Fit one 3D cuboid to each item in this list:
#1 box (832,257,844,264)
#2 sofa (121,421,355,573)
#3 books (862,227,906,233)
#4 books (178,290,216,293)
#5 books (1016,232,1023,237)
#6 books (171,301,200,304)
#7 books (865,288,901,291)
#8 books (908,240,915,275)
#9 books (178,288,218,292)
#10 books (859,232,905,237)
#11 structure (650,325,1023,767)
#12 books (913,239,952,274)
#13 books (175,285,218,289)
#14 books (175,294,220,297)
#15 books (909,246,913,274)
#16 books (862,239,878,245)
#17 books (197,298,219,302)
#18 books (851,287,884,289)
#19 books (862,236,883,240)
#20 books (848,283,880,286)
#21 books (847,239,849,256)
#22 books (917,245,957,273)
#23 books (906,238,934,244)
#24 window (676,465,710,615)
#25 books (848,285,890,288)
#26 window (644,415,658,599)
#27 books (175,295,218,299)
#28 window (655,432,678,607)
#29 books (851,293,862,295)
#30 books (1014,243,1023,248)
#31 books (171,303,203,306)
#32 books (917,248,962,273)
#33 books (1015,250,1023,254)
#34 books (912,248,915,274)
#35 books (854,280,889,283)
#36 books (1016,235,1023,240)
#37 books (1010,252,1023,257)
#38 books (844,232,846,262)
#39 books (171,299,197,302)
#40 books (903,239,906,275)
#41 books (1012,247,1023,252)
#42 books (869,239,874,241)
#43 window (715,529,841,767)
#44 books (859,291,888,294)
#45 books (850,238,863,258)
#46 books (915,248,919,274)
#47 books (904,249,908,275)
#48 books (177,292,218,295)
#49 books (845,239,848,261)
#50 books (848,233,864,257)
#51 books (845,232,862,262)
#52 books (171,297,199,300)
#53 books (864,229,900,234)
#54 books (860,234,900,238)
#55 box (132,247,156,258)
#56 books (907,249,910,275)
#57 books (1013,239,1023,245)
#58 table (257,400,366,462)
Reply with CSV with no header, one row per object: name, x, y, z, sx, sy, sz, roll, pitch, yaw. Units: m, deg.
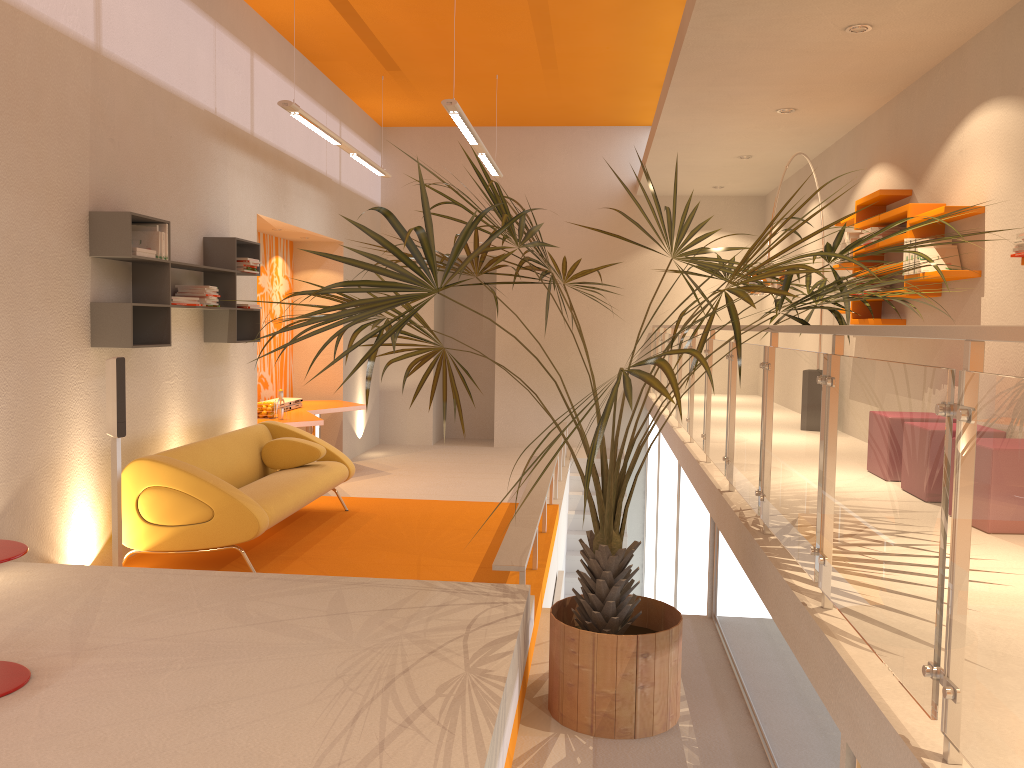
box,2.674,-0.979,6.996,0.232,0.047,0.232,1,4,5
sofa,-1.831,0.724,6.249,0.929,0.706,2.081,1,4,5
books,2.646,-1.095,6.309,0.230,0.017,0.227,1,4,5
books,-2.202,-0.647,6.215,0.190,0.015,0.254,1,4,-4
books,2.389,-0.663,3.897,0.226,0.017,0.230,1,4,5
books,-2.238,-0.539,5.874,0.190,0.011,0.268,3,4,22
books,2.613,-0.664,6.290,0.226,0.017,0.230,1,4,5
books,2.545,-0.776,5.435,0.207,0.210,0.021,1,4,5
books,-2.199,-0.662,6.222,0.190,0.015,0.254,1,4,2
books,2.631,-1.063,6.312,0.227,0.017,0.230,1,4,0
structure,1.405,0.035,6.277,0.195,0.900,11.050,1,4,5
books,2.537,-0.770,5.350,0.207,0.210,0.021,1,4,5
books,-2.212,-0.679,6.224,0.230,0.017,0.226,1,4,-5
books,-2.204,-0.622,6.231,0.210,0.013,0.297,1,4,0
books,2.546,-0.753,5.402,0.230,0.169,0.027,1,4,5
books,2.633,-1.006,6.301,0.210,0.013,0.297,1,4,5
books,-2.201,-0.591,6.227,0.190,0.015,0.254,1,4,2
books,2.629,-0.707,6.593,0.190,0.015,0.254,1,4,7
books,2.618,-1.032,6.306,0.254,0.015,0.190,1,4,1
books,2.647,-0.738,6.584,0.254,0.015,0.190,2,4,12
books,2.691,-1.026,6.796,0.230,0.169,0.027,1,4,5
books,2.549,-0.747,5.319,0.230,0.169,0.023,1,4,5
books,2.565,-0.789,5.507,0.230,0.227,0.017,1,4,5
window,0.265,1.963,3.161,0.481,5.399,8.922,2,4,18
books,2.642,-0.723,6.588,0.230,0.017,0.227,1,4,0
window,1.701,2.278,10.937,0.006,3.760,2.078,1,4,5
books,-2.213,-0.608,6.229,0.230,0.017,0.226,1,4,-5
window,1.490,2.426,8.718,0.006,3.760,2.311,1,4,5
books,2.632,-0.666,6.590,0.210,0.013,0.297,1,4,5
books,2.377,-0.617,3.919,0.190,0.015,0.254,1,4,7
books,-2.237,-0.527,5.879,0.210,0.013,0.297,2,4,20
books,2.544,-0.735,5.277,0.230,0.150,0.091,1,4,5
books,2.381,-0.588,3.918,0.190,0.011,0.268,1,4,7
books,2.552,-0.751,5.374,0.230,0.169,0.027,1,4,5
books,2.642,-0.754,6.571,0.226,0.017,0.230,1,4,5
books,2.395,-0.648,3.910,0.254,0.015,0.190,2,4,12
books,2.379,-0.576,3.915,0.210,0.013,0.297,1,4,5
books,2.691,-1.059,6.863,0.230,0.227,0.017,1,4,5
books,-2.240,-0.552,5.864,0.190,0.015,0.254,2,4,16
books,2.560,-0.790,5.526,0.230,0.227,0.017,1,4,5
books,2.380,-0.602,3.927,0.190,0.015,0.254,1,4,1
books,2.628,-1.018,6.307,0.268,0.011,0.190,1,4,7
window,0.185,0.851,1.850,0.908,1.393,6.719,3,4,25
books,2.619,-0.648,6.303,0.254,0.015,0.190,2,4,12
books,2.688,-1.022,6.742,0.230,0.169,0.023,1,4,5
books,2.537,-0.742,5.336,0.207,0.156,0.009,1,4,5
books,2.554,-0.759,5.487,0.230,0.169,0.027,1,4,5
books,-2.204,-0.634,6.226,0.190,0.011,0.268,1,4,2
books,2.686,-1.028,6.825,0.230,0.169,0.027,1,4,5
books,2.677,-1.045,6.772,0.207,0.210,0.021,1,4,5
books,2.696,-1.058,6.844,0.230,0.227,0.017,1,4,5
books,-2.235,-0.567,5.869,0.190,0.015,0.254,3,4,22
books,2.633,-1.079,6.316,0.190,0.015,0.254,2,4,12
books,2.626,-1.046,6.301,0.254,0.015,0.190,1,4,7
box,-2.311,-0.789,5.341,0.232,0.047,0.232,1,4,5
books,2.560,-0.757,5.459,0.230,0.169,0.027,1,4,5
books,2.390,-0.632,3.913,0.230,0.017,0.227,1,4,0
table,-2.170,0.652,9.130,0.969,0.760,2.573,1,4,5
